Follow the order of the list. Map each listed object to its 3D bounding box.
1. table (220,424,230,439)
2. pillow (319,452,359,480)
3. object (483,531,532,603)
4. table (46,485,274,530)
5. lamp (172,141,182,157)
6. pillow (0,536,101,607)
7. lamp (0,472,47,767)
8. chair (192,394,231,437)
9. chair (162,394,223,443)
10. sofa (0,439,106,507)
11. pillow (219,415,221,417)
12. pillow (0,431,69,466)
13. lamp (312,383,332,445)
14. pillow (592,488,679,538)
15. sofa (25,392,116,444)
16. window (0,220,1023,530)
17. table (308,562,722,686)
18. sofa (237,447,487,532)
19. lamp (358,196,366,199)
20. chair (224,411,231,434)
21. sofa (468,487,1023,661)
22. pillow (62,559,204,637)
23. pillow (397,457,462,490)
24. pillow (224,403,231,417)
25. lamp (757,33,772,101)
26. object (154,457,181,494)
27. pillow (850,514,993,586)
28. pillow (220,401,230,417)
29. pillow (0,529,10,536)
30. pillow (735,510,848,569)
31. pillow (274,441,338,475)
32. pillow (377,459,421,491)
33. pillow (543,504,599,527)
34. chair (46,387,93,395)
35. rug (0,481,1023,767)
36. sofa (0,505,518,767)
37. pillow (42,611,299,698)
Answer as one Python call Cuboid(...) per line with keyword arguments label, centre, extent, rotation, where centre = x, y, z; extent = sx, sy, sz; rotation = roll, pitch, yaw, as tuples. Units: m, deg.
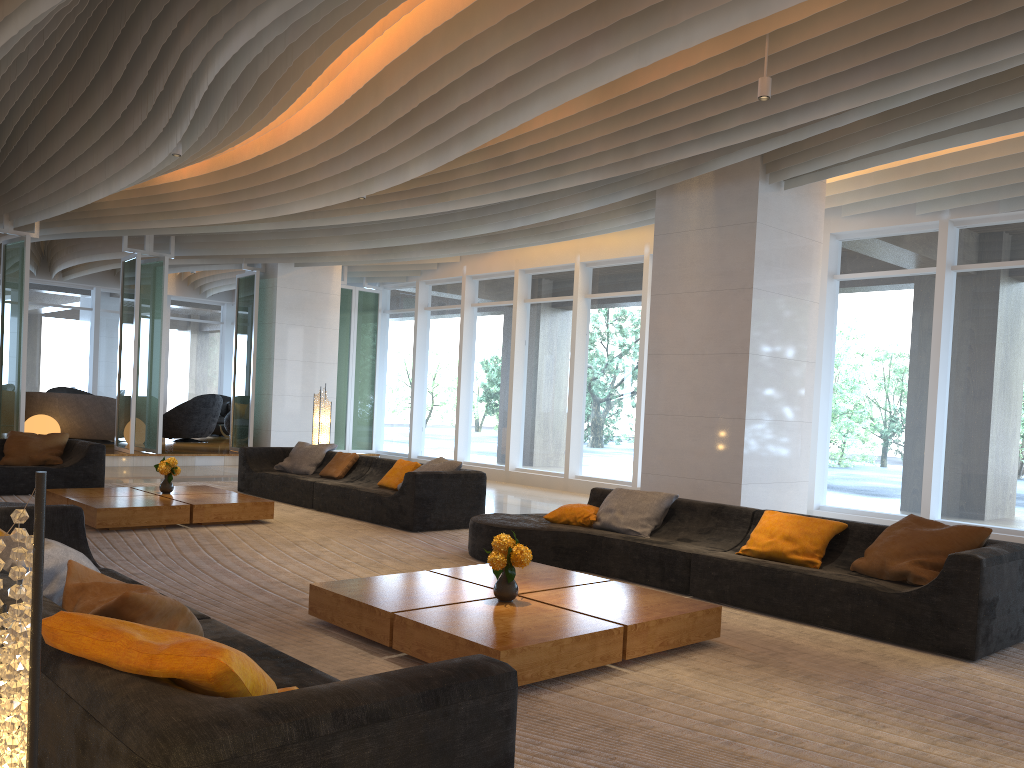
Cuboid(label="table", centre=(-6.263, 1.114, 20.568), extent=(1.099, 0.319, 0.803), rotation=(4, -1, -36))
Cuboid(label="pillow", centre=(-2.034, 0.955, 10.441), extent=(0.328, 0.312, 0.400), rotation=(3, 0, -45))
Cuboid(label="object", centre=(-0.024, 0.958, 4.670), extent=(0.239, 0.377, 0.262), rotation=(3, 1, -21))
Cuboid(label="table", centre=(-3.425, 1.186, 8.576), extent=(1.630, 0.220, 1.570), rotation=(4, -2, -43))
Cuboid(label="lamp", centre=(-3.183, -2.945, 8.490), extent=(0.089, 1.508, 0.089), rotation=(3, 2, 2))
Cuboid(label="pillow", centre=(-1.882, 0.819, 3.589), extent=(0.428, 0.377, 0.575), rotation=(3, 0, -41))
Cuboid(label="lamp", centre=(-0.730, 0.652, 1.120), extent=(0.255, 1.199, 0.245), rotation=(1, 2, -43))
Cuboid(label="chair", centre=(-6.987, 0.751, 21.266), extent=(1.542, 1.007, 1.117), rotation=(3, 0, -30))
Cuboid(label="chair", centre=(-6.666, 0.692, 18.330), extent=(1.122, 1.006, 1.535), rotation=(3, 0, 20))
Cuboid(label="sofa", centre=(-4.687, 0.892, 8.150), extent=(2.877, 0.654, 4.991), rotation=(4, -2, -43))
Cuboid(label="pillow", centre=(-7.263, 0.611, 21.085), extent=(0.464, 0.455, 0.631), rotation=(3, 0, 34))
Cuboid(label="pillow", centre=(-5.537, 0.747, 10.303), extent=(0.646, 0.378, 0.540), rotation=(3, 0, -21))
Cuboid(label="lamp", centre=(-2.621, 0.712, 12.182), extent=(0.255, 1.452, 0.245), rotation=(1, 2, -43))
Cuboid(label="pillow", centre=(0.953, 1.053, 7.105), extent=(0.470, 0.417, 0.652), rotation=(3, 0, -43))
Cuboid(label="sofa", centre=(-8.104, 0.624, 16.453), extent=(2.551, 0.902, 1.114), rotation=(3, 0, 6))
Cuboid(label="window", centre=(1.683, -0.267, 9.431), extent=(54.032, 3.224, 22.311), rotation=(3, -1, 12))
Cuboid(label="table", centre=(0.010, 1.264, 4.857), extent=(1.630, 0.220, 1.570), rotation=(4, -2, -43))
Cuboid(label="sofa", centre=(-1.832, 1.119, 10.040), extent=(0.959, 0.583, 3.705), rotation=(3, -1, -43))
Cuboid(label="lamp", centre=(-1.649, -2.832, 9.915), extent=(0.089, 1.508, 0.089), rotation=(3, 2, 2))
Cuboid(label="chair", centre=(-5.635, 0.781, 19.784), extent=(1.545, 1.007, 1.115), rotation=(3, 0, -40))
Cuboid(label="sofa", centre=(1.318, 1.185, 6.376), extent=(1.376, 0.583, 4.064), rotation=(4, -2, -44))
Cuboid(label="pillow", centre=(-1.188, 0.797, 2.838), extent=(0.452, 0.410, 0.590), rotation=(3, 0, -41))
Cuboid(label="pillow", centre=(-0.862, 0.954, 9.196), extent=(0.554, 0.378, 0.630), rotation=(3, -1, -21))
Cuboid(label="pillow", centre=(-6.696, 0.678, 21.488), extent=(0.509, 0.409, 0.459), rotation=(3, 0, -15))
Cuboid(label="lamp", centre=(1.804, -2.753, 6.194), extent=(0.087, 1.508, 0.090), rotation=(4, 2, 38))
Cuboid(label="object", centre=(-3.405, 0.892, 8.770), extent=(0.238, 0.377, 0.263), rotation=(3, 1, -11))
Cuboid(label="pillow", centre=(2.531, 1.031, 5.524), extent=(0.554, 0.378, 0.630), rotation=(3, -1, -21))
Cuboid(label="pillow", centre=(-7.116, 0.610, 21.468), extent=(0.617, 0.423, 0.365), rotation=(3, 0, -40))
Cuboid(label="pillow", centre=(-2.533, 0.743, 4.185), extent=(0.554, 0.378, 0.630), rotation=(3, -1, -21))
Cuboid(label="pillow", centre=(1.898, 1.092, 6.084), extent=(0.458, 0.394, 0.625), rotation=(3, 0, -43))
Cuboid(label="pillow", centre=(-2.582, 0.915, 11.058), extent=(0.629, 0.378, 0.555), rotation=(3, -1, 25))
Cuboid(label="pillow", centre=(-1.217, 0.974, 9.556), extent=(0.328, 0.312, 0.400), rotation=(3, 0, -41))
Cuboid(label="pillow", centre=(0.523, 1.094, 7.409), extent=(0.445, 0.193, 0.590), rotation=(3, -1, 12))
Cuboid(label="chair", centre=(-8.861, 0.581, 18.302), extent=(1.117, 1.006, 1.542), rotation=(3, 0, 30))
Cuboid(label="rug", centre=(-0.210, 1.372, 5.095), extent=(5.615, 0.022, 15.910), rotation=(4, -2, -43))
Cuboid(label="sofa", centre=(-1.581, 0.962, 3.354), extent=(0.959, 0.583, 3.705), rotation=(3, -1, -43))
Cuboid(label="pillow", centre=(-0.813, 0.782, 2.323), extent=(0.629, 0.378, 0.555), rotation=(3, -1, 25))
